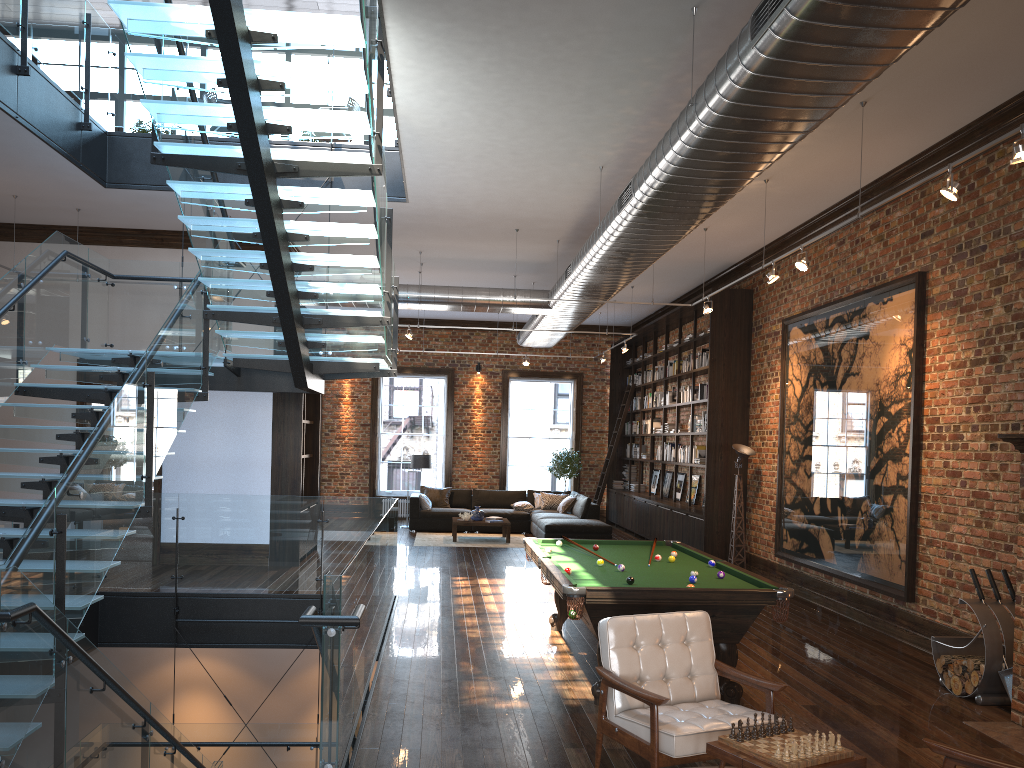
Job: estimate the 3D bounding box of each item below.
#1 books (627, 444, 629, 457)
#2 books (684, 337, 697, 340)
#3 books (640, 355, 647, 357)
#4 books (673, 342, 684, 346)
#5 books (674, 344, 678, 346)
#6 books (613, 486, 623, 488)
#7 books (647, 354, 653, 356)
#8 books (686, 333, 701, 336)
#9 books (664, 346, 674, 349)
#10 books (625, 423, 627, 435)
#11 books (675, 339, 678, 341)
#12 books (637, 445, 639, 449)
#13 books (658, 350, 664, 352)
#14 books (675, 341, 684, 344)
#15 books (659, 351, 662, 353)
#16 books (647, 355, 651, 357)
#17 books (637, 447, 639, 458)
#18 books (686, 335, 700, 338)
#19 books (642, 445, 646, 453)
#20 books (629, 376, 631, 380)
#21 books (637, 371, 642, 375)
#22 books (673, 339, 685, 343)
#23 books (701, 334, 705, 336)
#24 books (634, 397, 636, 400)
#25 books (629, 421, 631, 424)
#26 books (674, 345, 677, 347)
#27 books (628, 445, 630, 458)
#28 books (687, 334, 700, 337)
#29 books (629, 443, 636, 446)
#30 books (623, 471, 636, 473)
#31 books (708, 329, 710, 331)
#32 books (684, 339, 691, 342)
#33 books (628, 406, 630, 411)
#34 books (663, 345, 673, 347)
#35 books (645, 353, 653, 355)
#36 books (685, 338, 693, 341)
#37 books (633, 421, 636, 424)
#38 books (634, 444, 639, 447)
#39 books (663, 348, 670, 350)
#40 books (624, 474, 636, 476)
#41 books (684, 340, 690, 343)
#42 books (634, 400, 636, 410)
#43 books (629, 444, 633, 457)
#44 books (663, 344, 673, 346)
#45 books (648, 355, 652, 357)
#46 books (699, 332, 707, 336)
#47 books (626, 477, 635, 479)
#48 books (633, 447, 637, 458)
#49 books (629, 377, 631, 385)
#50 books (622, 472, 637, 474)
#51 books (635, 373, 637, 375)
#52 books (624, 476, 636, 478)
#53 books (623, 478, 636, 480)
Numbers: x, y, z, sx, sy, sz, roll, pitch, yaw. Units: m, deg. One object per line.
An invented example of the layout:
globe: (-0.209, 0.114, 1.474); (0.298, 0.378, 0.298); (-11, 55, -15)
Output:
books: (2.656, 1.490, 19.755); (0.181, 0.294, 0.050); (2, 1, -5)
books: (3.063, -0.766, 15.025); (0.216, 0.020, 0.234); (2, -4, -7)
books: (2.799, -0.576, 18.291); (0.216, 0.018, 0.376); (2, -4, -6)
books: (3.010, -0.705, 15.740); (0.193, 0.030, 0.313); (2, -4, -9)
books: (3.007, -0.683, 15.740); (0.213, 0.014, 0.282); (2, -4, -3)
books: (2.354, 2.286, 19.683); (0.201, 0.012, 0.245); (2, -4, -1)
books: (2.831, -0.572, 17.751); (0.232, 0.006, 0.289); (2, -4, -8)
books: (3.080, -0.833, 15.025); (0.188, 0.017, 0.276); (2, -4, -3)
books: (2.964, -0.676, 16.469); (0.187, 0.011, 0.380); (2, -4, -4)
books: (2.630, 1.006, 19.824); (0.186, 0.261, 0.014); (2, 1, -5)
books: (3.022, -0.780, 15.739); (0.192, 0.009, 0.305); (2, -4, -4)
books: (2.738, 1.440, 18.890); (0.159, 0.285, 0.014); (2, 1, -5)
books: (2.922, -0.633, 16.862); (0.191, 0.013, 0.315); (2, -4, -8)
books: (3.024, -0.730, 15.741); (0.171, 0.021, 0.307); (2, -4, -8)
books: (2.928, -0.610, 16.863); (0.198, 0.014, 0.262); (2, -4, -5)
books: (2.849, -0.561, 17.752); (0.210, 0.014, 0.291); (2, -4, -5)
books: (2.736, 1.459, 18.769); (0.164, 0.232, 0.026); (2, 1, -5)
books: (3.081, -0.793, 15.026); (0.170, 0.034, 0.286); (2, -4, -9)
books: (2.750, 1.430, 18.711); (0.129, 0.283, 0.030); (2, 1, -5)
books: (2.678, -0.029, 19.608); (0.175, 0.286, 0.016); (2, 1, -5)
books: (2.742, -0.098, 18.932); (0.168, 0.338, 0.016); (2, 1, -5)
books: (3.009, -0.759, 15.739); (0.205, 0.017, 0.360); (2, -4, -7)
books: (3.122, -0.772, 14.104); (0.214, 0.012, 0.252); (2, -4, 0)
books: (2.716, 0.434, 19.072); (0.189, 0.304, 0.014); (2, 1, -5)
books: (2.662, 0.966, 19.481); (0.187, 0.297, 0.016); (2, 1, -5)
books: (2.995, -0.661, 15.740); (0.228, 0.011, 0.373); (2, -4, -2)
books: (2.660, 1.495, 19.613); (0.177, 0.266, 0.026); (2, 1, -5)
books: (3.080, -0.817, 15.025); (0.168, 0.015, 0.370); (2, -4, 0)
books: (2.665, 1.474, 19.697); (0.157, 0.319, 0.013); (2, 1, -5)
books: (2.605, 1.953, 19.636); (0.241, 0.019, 0.228); (2, -4, -9)
books: (3.170, -0.836, 13.652); (0.230, 0.018, 0.315); (2, -4, -4)
books: (3.058, -0.729, 15.026); (0.227, 0.015, 0.275); (2, -4, -6)
books: (2.667, 0.478, 19.694); (0.176, 0.296, 0.041); (2, 1, -5)
books: (2.950, -0.701, 16.467); (0.199, 0.017, 0.303); (2, -4, -9)
books: (2.813, -0.610, 18.292); (0.192, 0.007, 0.365); (2, -4, -3)
books: (3.065, -0.752, 15.026); (0.206, 0.009, 0.334); (2, -4, -2)
books: (2.688, 0.959, 19.368); (0.179, 0.299, 0.015); (2, 1, -5)
books: (2.705, 1.439, 19.036); (0.165, 0.304, 0.013); (2, 1, -5)
books: (2.947, -0.648, 16.468); (0.219, 0.016, 0.367); (2, -4, -4)
books: (2.609, 2.013, 19.638); (0.238, 0.015, 0.249); (2, -4, -2)
books: (3.064, -0.716, 15.026); (0.217, 0.010, 0.342); (2, -4, -5)
books: (2.713, 0.467, 19.012); (0.191, 0.229, 0.034); (2, 1, -5)
books: (2.670, 1.470, 19.488); (0.183, 0.301, 0.015); (2, 1, -5)
books: (2.946, -0.717, 16.466); (0.215, 0.015, 0.320); (2, -4, -7)
books: (2.845, -0.546, 17.752); (0.206, 0.018, 0.324); (2, -4, -7)
books: (3.122, -0.787, 14.104); (0.219, 0.019, 0.329); (2, -4, -2)
books: (2.627, 2.080, 19.645); (0.183, 0.034, 0.271); (1, -4, 1)
books: (2.696, 1.466, 18.914); (0.212, 0.233, 0.019); (2, 1, -5)
books: (2.680, -0.024, 19.558); (0.177, 0.270, 0.029); (2, 1, -5)
books: (2.604, 1.976, 19.636); (0.260, 0.028, 0.316); (2, -4, -5)
books: (2.732, -0.069, 19.207); (0.129, 0.315, 0.033); (2, 1, -5)
books: (2.624, 2.059, 19.644); (0.207, 0.009, 0.344); (2, -4, -3)
books: (2.605, 2.106, 19.644); (0.250, 0.020, 0.317); (2, -4, -5)
